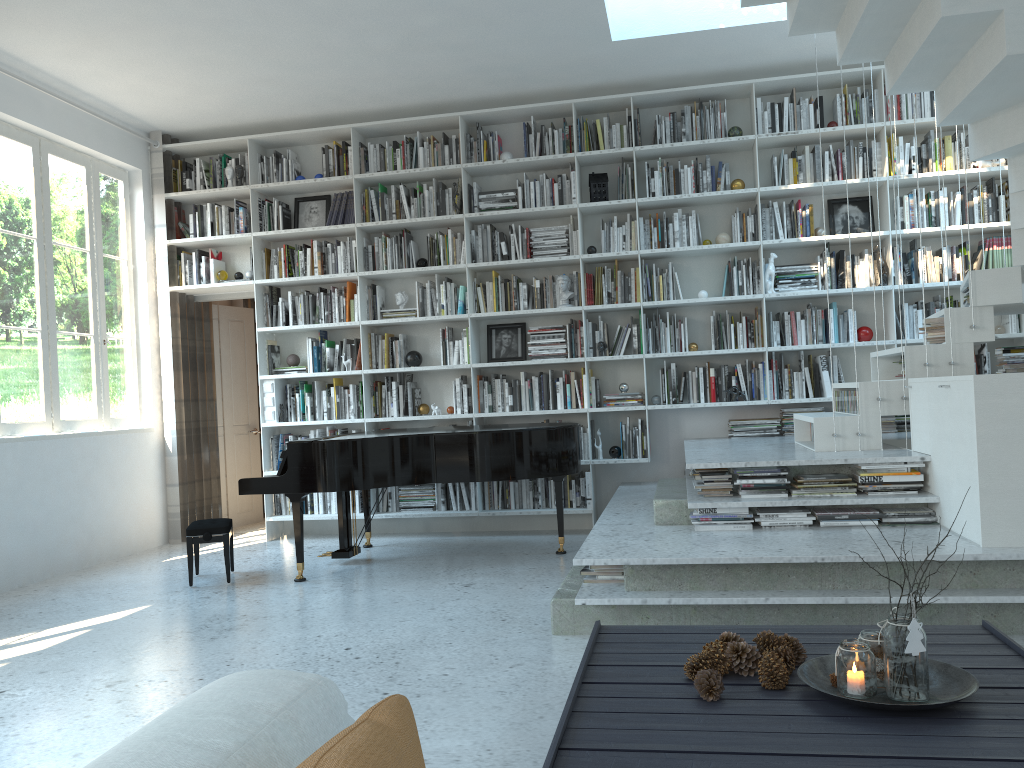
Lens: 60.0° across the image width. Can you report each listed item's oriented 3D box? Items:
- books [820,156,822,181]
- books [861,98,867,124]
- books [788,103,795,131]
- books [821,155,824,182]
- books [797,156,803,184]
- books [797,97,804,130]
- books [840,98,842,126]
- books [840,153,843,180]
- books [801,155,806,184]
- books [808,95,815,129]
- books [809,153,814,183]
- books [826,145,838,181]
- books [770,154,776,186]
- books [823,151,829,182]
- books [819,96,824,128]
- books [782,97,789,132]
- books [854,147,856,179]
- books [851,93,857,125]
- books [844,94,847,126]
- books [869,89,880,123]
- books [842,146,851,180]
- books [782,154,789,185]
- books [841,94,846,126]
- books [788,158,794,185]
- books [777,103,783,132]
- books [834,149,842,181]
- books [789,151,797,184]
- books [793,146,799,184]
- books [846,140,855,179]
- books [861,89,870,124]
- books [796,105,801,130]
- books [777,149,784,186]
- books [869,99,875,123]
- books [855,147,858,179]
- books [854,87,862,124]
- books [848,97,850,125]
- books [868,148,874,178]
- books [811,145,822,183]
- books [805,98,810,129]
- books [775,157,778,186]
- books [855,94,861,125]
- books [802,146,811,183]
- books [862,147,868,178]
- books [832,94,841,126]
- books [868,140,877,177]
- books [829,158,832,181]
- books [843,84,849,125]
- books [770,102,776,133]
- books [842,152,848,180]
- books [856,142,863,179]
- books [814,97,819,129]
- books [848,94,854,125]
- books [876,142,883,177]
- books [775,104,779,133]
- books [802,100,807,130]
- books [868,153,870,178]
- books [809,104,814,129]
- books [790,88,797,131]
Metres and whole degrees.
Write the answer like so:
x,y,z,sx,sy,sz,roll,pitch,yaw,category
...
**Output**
x,y,z,sx,sy,sz,roll,pitch,yaw,category
2.164,-1.517,6.255,0.012,0.285,0.159,-3,0,11,books
2.443,-1.862,6.183,0.029,0.210,0.169,-3,-1,11,books
1.972,-1.848,6.277,0.030,0.231,0.148,-3,0,11,books
2.177,-1.486,6.249,0.013,0.221,0.145,-3,0,11,books
2.029,-1.480,6.269,0.030,0.224,0.158,-3,0,11,books
2.035,-1.867,6.258,0.014,0.262,0.168,-3,0,11,books
2.288,-1.860,6.208,0.008,0.220,0.182,-3,-1,11,books
2.295,-1.490,6.219,0.013,0.216,0.177,-3,-1,11,books
2.058,-1.487,6.278,0.024,0.236,0.146,-3,0,11,books
2.117,-1.880,6.265,0.012,0.279,0.153,-3,0,11,books
2.105,-1.491,6.258,0.025,0.238,0.142,-3,0,11,books
2.251,-1.521,6.234,0.048,0.283,0.162,-3,0,11,books
1.859,-1.486,6.305,0.012,0.254,0.161,-3,0,11,books
2.193,-1.492,6.217,0.030,0.230,0.187,-3,-1,11,books
2.165,-1.872,6.240,0.030,0.257,0.165,-3,0,11,books
1.933,-1.870,6.283,0.048,0.278,0.150,-3,0,11,books
2.383,-1.511,6.212,0.014,0.249,0.162,-3,0,11,books
2.386,-1.883,6.209,0.017,0.257,0.146,-3,0,11,books
2.327,-1.881,6.221,0.017,0.259,0.136,-3,0,11,books
2.524,-1.893,6.169,0.026,0.263,0.163,-3,0,11,books
2.342,-1.516,6.209,0.023,0.264,0.156,-3,0,11,books
1.942,-1.489,6.296,0.026,0.250,0.130,-3,0,11,books
2.308,-1.876,6.210,0.016,0.252,0.189,-3,-1,11,books
1.964,-1.469,6.269,0.025,0.207,0.175,-3,-1,11,books
1.900,-1.854,6.306,0.027,0.249,0.140,-3,0,11,books
2.278,-1.501,6.204,0.014,0.240,0.189,-3,-1,11,books
1.988,-1.497,6.269,0.026,0.261,0.167,-3,0,11,books
2.007,-1.515,6.273,0.011,0.296,0.162,-3,0,11,books
2.360,-1.533,6.191,0.022,0.294,0.180,-3,0,11,books
2.471,-1.898,6.195,0.025,0.279,0.136,-3,0,11,books
2.019,-1.845,6.281,0.030,0.220,0.133,-3,0,11,books
1.901,-1.503,6.295,0.051,0.282,0.166,-3,0,11,books
2.501,-1.866,6.195,0.031,0.211,0.131,-3,0,11,books
2.393,-1.511,6.196,0.011,0.249,0.152,-3,0,11,books
2.420,-1.906,6.201,0.020,0.299,0.131,-3,0,11,books
2.342,-1.865,6.195,0.007,0.226,0.170,-3,-1,11,books
2.490,-1.509,6.186,0.022,0.234,0.158,-3,0,11,books
2.123,-1.507,6.202,0.032,0.265,0.245,-3,-1,11,books
2.076,-1.865,6.260,0.021,0.254,0.151,-3,0,11,books
1.871,-1.478,6.301,0.013,0.236,0.141,-3,0,11,books
2.400,-1.873,6.185,0.018,0.235,0.186,-3,-1,11,books
2.077,-1.515,6.253,0.026,0.288,0.156,-3,0,11,books
2.449,-1.510,6.184,0.030,0.241,0.162,-3,0,11,books
2.273,-1.877,6.208,0.019,0.256,0.169,-3,0,11,books
2.511,-1.535,6.178,0.026,0.284,0.147,-3,0,11,books
2.230,-1.476,6.257,0.027,0.196,0.130,-3,0,11,books
2.334,-1.912,6.205,0.007,0.321,0.165,-3,0,11,books
1.845,-1.847,6.291,0.026,0.242,0.184,-3,-1,11,books
2.315,-1.492,6.205,0.031,0.217,0.165,-3,-1,11,books
2.414,-1.524,6.183,0.036,0.272,0.177,-3,0,11,books
2.147,-1.869,6.256,0.012,0.254,0.161,-3,0,11,books
2.360,-1.877,6.199,0.031,0.248,0.164,-3,0,11,books
2.539,-1.527,6.170,0.031,0.265,0.169,-3,0,11,books
1.872,-1.843,6.294,0.024,0.231,0.168,-3,0,11,books
2.054,-1.855,6.255,0.022,0.236,0.172,-3,0,11,books
2.473,-1.514,6.197,0.014,0.246,0.142,-3,0,11,books
2.097,-1.841,6.242,0.024,0.202,0.190,-3,-1,11,books
1.990,-1.900,6.263,0.014,0.332,0.180,-3,0,11,books
